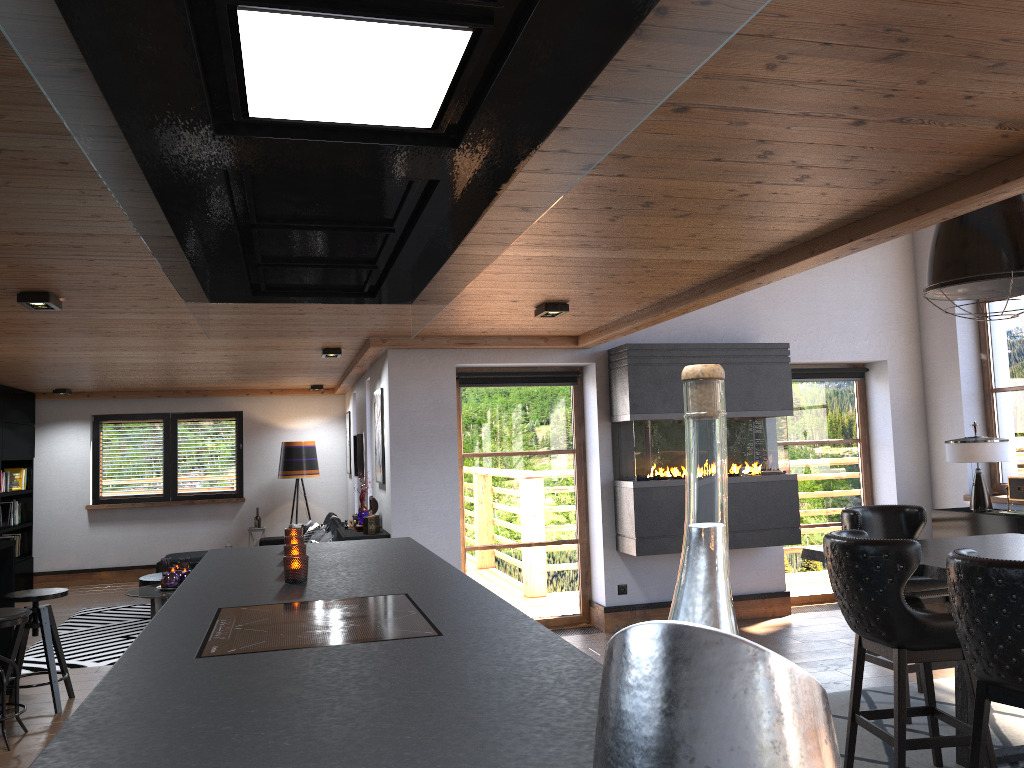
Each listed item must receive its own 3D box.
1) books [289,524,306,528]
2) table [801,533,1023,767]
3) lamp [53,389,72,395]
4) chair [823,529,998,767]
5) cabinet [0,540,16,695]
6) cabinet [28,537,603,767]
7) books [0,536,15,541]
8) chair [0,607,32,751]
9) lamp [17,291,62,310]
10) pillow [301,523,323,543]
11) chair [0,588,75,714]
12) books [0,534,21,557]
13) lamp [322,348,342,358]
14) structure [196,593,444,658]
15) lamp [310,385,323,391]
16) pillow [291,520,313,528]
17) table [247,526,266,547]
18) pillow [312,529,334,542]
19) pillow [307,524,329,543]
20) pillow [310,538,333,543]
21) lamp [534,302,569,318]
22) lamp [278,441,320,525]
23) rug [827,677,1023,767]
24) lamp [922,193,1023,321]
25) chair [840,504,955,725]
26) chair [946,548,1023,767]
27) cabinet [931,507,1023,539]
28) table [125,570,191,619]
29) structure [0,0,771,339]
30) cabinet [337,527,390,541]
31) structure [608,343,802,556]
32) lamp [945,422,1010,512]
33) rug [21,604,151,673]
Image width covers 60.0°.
[{"bbox_3d":[-2.698,1.858,11.235,0.253,0.159,0.221,-6,-6,42],"label":"books"},{"bbox_3d":[2.667,1.167,2.949,1.438,0.950,3.770,-1,-4,-14],"label":"table"},{"bbox_3d":[-5.328,0.088,10.504,0.156,0.068,0.259,-1,-4,-15],"label":"lamp"},{"bbox_3d":[1.641,1.178,3.735,0.570,1.093,0.502,-1,-5,-6],"label":"chair"},{"bbox_3d":[-3.347,1.498,5.116,0.432,1.011,1.614,-1,-5,-14],"label":"cabinet"},{"bbox_3d":[-0.308,1.088,1.697,0.894,1.105,4.767,-1,-4,-14],"label":"cabinet"},{"bbox_3d":[-5.913,1.909,10.305,0.208,0.256,0.243,-1,-5,-16],"label":"books"},{"bbox_3d":[-2.883,1.620,4.851,0.443,0.717,0.439,-1,-5,-11],"label":"chair"},{"bbox_3d":[-2.463,-0.438,4.628,0.156,0.068,0.259,-1,-4,-15],"label":"lamp"},{"bbox_3d":[-2.242,1.733,9.903,0.313,0.364,0.662,0,-5,-20],"label":"pillow"},{"bbox_3d":[-2.984,1.672,5.548,0.395,0.722,0.390,-1,-5,-15],"label":"chair"},{"bbox_3d":[-5.964,1.922,10.505,0.214,0.261,0.250,-1,-5,-15],"label":"books"},{"bbox_3d":[-1.520,-0.267,7.465,0.156,0.068,0.259,-1,-4,-15],"label":"lamp"},{"bbox_3d":[-0.466,0.580,2.143,0.507,0.017,0.606,-1,-4,-15],"label":"structure"},{"bbox_3d":[-2.487,0.043,11.289,0.156,0.068,0.259,-1,-4,-15],"label":"lamp"},{"bbox_3d":[-2.437,1.769,10.366,0.219,0.347,0.560,1,-5,-35],"label":"pillow"},{"bbox_3d":[-3.255,2.139,11.312,0.228,0.609,0.223,-1,-5,-15],"label":"table"},{"bbox_3d":[-1.886,1.615,8.687,0.286,0.329,0.720,0,-5,-25],"label":"pillow"},{"bbox_3d":[-2.056,1.681,9.306,0.277,0.356,0.722,-1,-4,-14],"label":"pillow"},{"bbox_3d":[-1.817,1.597,8.162,0.296,0.346,0.541,-5,-5,36],"label":"pillow"},{"bbox_3d":[0.247,-0.468,5.558,0.156,0.068,0.259,-1,-4,-15],"label":"lamp"},{"bbox_3d":[-2.253,1.591,11.596,1.647,1.700,0.517,1,-6,-36],"label":"lamp"},{"bbox_3d":[2.702,1.596,2.584,2.567,0.047,5.591,-1,-4,-15],"label":"rug"},{"bbox_3d":[2.198,-2.644,4.366,0.615,4.690,0.627,-5,-6,30],"label":"lamp"},{"bbox_3d":[2.144,1.235,4.901,0.507,1.093,0.564,-1,-5,-16],"label":"chair"},{"bbox_3d":[1.777,1.106,2.932,0.574,1.093,0.498,1,-5,-31],"label":"chair"},{"bbox_3d":[3.984,1.315,6.651,0.405,0.656,1.853,-1,-4,-14],"label":"cabinet"},{"bbox_3d":[-3.061,2.018,8.278,0.901,0.372,1.513,-1,-4,-14],"label":"table"},{"bbox_3d":[-0.327,-0.526,1.651,0.715,0.477,3.227,-1,-4,-14],"label":"structure"},{"bbox_3d":[-1.219,1.433,7.228,0.360,0.469,0.948,-1,-4,-14],"label":"cabinet"},{"bbox_3d":[1.575,0.509,7.287,1.453,1.651,0.430,-1,-5,-15],"label":"structure"},{"bbox_3d":[3.795,0.669,7.213,0.471,0.726,0.468,-2,-5,-6],"label":"lamp"},{"bbox_3d":[-3.312,2.201,8.008,1.672,0.020,2.880,-1,-4,-15],"label":"rug"}]
